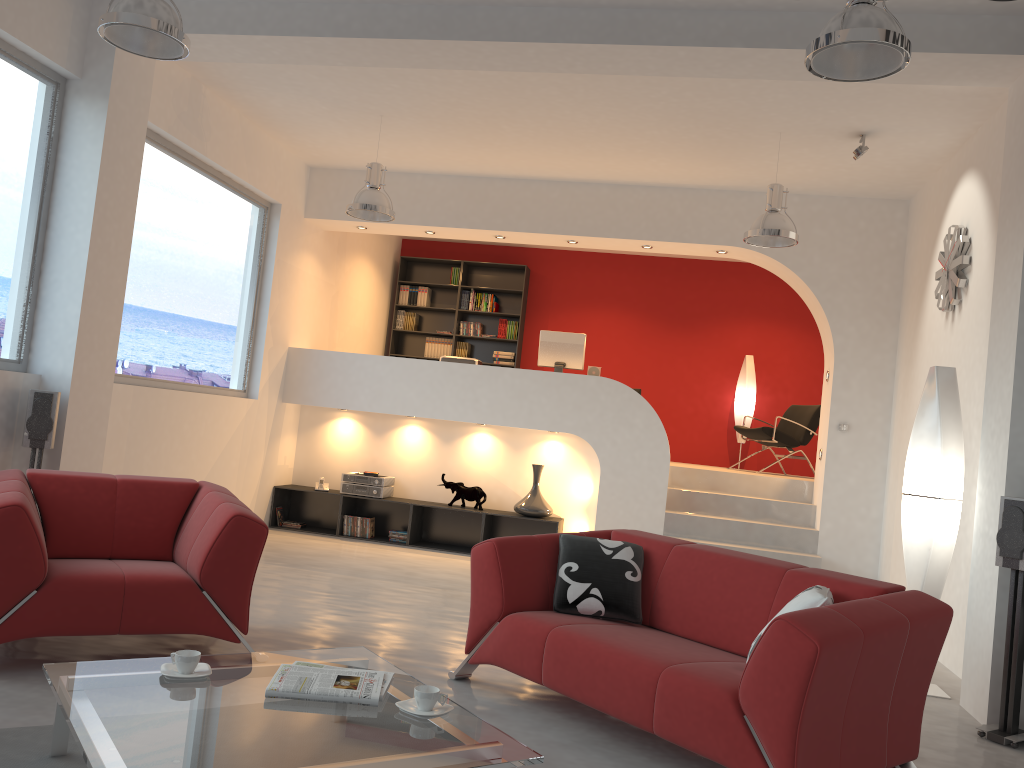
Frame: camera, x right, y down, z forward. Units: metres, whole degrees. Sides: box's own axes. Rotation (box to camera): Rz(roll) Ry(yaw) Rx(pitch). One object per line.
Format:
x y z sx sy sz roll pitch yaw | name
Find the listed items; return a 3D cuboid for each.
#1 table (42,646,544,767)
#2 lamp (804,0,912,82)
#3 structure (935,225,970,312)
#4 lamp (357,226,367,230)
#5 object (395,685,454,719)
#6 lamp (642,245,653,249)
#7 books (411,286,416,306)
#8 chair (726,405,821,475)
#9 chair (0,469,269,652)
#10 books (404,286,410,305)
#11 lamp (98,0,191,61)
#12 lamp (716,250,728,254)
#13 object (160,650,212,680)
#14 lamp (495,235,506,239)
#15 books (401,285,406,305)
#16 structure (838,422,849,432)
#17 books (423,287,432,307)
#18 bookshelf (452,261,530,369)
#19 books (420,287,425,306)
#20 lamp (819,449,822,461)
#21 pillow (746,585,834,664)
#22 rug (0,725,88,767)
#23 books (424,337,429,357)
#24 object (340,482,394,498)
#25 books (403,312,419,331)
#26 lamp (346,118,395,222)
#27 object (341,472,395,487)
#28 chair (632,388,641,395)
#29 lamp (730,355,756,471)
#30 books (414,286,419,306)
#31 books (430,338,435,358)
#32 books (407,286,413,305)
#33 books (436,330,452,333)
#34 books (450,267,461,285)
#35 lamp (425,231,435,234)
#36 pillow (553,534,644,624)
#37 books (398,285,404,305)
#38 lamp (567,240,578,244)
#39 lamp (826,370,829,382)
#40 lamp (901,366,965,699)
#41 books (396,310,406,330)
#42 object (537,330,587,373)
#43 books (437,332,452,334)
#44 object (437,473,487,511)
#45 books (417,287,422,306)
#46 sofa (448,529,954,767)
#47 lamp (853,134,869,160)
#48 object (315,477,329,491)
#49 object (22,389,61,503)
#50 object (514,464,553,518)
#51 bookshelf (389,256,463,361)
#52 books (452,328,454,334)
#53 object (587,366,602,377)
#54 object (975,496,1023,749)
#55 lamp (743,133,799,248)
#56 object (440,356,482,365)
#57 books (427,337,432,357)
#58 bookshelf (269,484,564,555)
-0.701 1.089 2.590 1.097 0.286 1.162 8 -4 -34 | table
1.356 -1.623 3.402 0.379 0.800 0.379 6 -3 3 | lamp
3.009 -0.793 6.090 0.090 0.596 0.596 6 -3 11 | structure
-1.483 -1.539 8.753 0.105 0.011 0.105 5 -3 14 | lamp
-0.263 0.963 2.699 0.153 0.069 0.153 4 -4 37 | object
1.256 -1.271 8.240 0.105 0.011 0.105 6 -3 -1 | lamp
-1.240 -1.107 11.352 0.040 0.260 0.200 6 -3 11 | books
2.860 0.581 9.618 0.768 0.795 0.664 7 -3 -14 | chair
-1.832 0.824 4.083 1.288 0.738 0.951 8 -3 -29 | chair
-1.319 -1.115 11.367 0.040 0.260 0.200 6 -3 11 | books
-1.588 -1.912 3.954 0.379 0.800 0.379 4 -4 39 | lamp
1.922 -1.206 8.115 0.105 0.011 0.105 6 -3 -1 | lamp
-1.028 0.886 2.805 0.153 0.069 0.153 7 -3 -23 | object
-0.113 -1.405 8.497 0.105 0.011 0.105 6 -3 -1 | lamp
-1.359 -1.118 11.374 0.040 0.260 0.200 6 -3 11 | books
2.831 0.369 7.576 0.080 0.080 0.016 6 -3 11 | structure
-1.081 -1.091 11.322 0.040 0.260 0.200 6 -3 11 | books
-0.310 -0.396 11.100 0.816 2.213 0.305 6 -3 11 | bookshelf
-1.121 -1.095 11.329 0.040 0.260 0.200 6 -3 11 | books
2.727 0.624 7.839 0.011 0.105 0.105 6 -3 11 | lamp
1.030 0.912 3.277 0.288 0.343 0.402 5 -3 18 | pillow
-0.707 1.234 2.589 1.700 0.025 1.700 8 -4 -34 | rug
-1.060 -0.455 11.272 0.040 0.260 0.200 6 -3 11 | books
-1.397 1.015 8.539 0.430 0.100 0.365 6 -3 11 | object
-1.292 -0.784 11.350 0.146 0.240 0.170 6 -3 11 | books
-1.057 -1.701 6.899 0.379 0.800 0.379 7 -3 -18 | lamp
-1.385 0.918 8.552 0.430 0.077 0.349 6 -3 11 | object
1.001 0.396 9.907 0.664 0.795 0.768 4 -3 31 | chair
2.735 0.334 10.455 0.237 1.349 0.237 5 -3 19 | lamp
-1.201 -1.103 11.344 0.040 0.260 0.200 6 -3 11 | books
-0.980 -0.447 11.258 0.040 0.260 0.200 6 -3 11 | books
-1.280 -1.111 11.359 0.040 0.260 0.200 6 -3 11 | books
-0.863 -0.658 11.272 0.190 0.015 0.135 6 -3 11 | books
-0.692 -1.344 11.281 0.146 0.240 0.170 6 -3 11 | books
-0.798 -1.472 8.625 0.105 0.011 0.105 6 -3 -1 | lamp
0.400 0.885 4.050 0.402 0.343 0.288 6 -3 3 | pillow
-1.399 -1.122 11.381 0.040 0.260 0.200 6 -3 11 | books
0.571 -1.338 8.368 0.105 0.011 0.105 6 -3 -1 | lamp
2.802 -0.071 7.876 0.011 0.105 0.105 6 -3 11 | lamp
2.320 0.791 4.925 0.313 1.779 0.313 5 -3 19 | lamp
-1.409 -0.803 11.373 0.090 0.256 0.181 6 -3 11 | books
0.487 -0.283 8.721 0.458 0.452 0.230 6 -3 11 | object
-0.846 -0.642 11.268 0.190 0.015 0.135 6 -3 11 | books
-0.467 1.019 8.399 0.507 0.296 0.191 5 -3 26 | object
-1.160 -1.099 11.337 0.040 0.260 0.200 6 -3 11 | books
0.683 1.073 3.665 0.951 0.738 1.929 9 -4 -39 | sofa
2.462 -1.665 6.250 0.118 0.176 0.112 8 -4 -37 | lamp
-1.826 0.960 8.540 0.130 0.117 0.146 7 -3 -14 | object
-2.728 0.590 5.044 0.214 1.112 0.229 7 -3 -24 | object
0.218 0.992 8.253 0.369 0.481 0.369 7 -3 -24 | object
-1.109 -0.474 11.250 0.816 2.213 0.305 6 -3 11 | bookshelf
-0.717 -0.700 11.248 0.063 0.187 0.135 6 -3 11 | books
0.802 -0.097 8.702 0.133 0.147 0.151 6 -3 -6 | object
2.337 1.086 4.103 0.229 1.112 0.214 8 -4 -34 | object
1.887 -1.413 6.347 0.379 0.800 0.379 7 -3 -18 | lamp
-0.498 -0.149 8.971 0.397 0.217 0.458 6 -3 11 | object
-1.020 -0.451 11.265 0.040 0.260 0.200 6 -3 11 | books
-0.915 1.322 8.433 2.764 0.397 0.405 6 -3 11 | bookshelf
